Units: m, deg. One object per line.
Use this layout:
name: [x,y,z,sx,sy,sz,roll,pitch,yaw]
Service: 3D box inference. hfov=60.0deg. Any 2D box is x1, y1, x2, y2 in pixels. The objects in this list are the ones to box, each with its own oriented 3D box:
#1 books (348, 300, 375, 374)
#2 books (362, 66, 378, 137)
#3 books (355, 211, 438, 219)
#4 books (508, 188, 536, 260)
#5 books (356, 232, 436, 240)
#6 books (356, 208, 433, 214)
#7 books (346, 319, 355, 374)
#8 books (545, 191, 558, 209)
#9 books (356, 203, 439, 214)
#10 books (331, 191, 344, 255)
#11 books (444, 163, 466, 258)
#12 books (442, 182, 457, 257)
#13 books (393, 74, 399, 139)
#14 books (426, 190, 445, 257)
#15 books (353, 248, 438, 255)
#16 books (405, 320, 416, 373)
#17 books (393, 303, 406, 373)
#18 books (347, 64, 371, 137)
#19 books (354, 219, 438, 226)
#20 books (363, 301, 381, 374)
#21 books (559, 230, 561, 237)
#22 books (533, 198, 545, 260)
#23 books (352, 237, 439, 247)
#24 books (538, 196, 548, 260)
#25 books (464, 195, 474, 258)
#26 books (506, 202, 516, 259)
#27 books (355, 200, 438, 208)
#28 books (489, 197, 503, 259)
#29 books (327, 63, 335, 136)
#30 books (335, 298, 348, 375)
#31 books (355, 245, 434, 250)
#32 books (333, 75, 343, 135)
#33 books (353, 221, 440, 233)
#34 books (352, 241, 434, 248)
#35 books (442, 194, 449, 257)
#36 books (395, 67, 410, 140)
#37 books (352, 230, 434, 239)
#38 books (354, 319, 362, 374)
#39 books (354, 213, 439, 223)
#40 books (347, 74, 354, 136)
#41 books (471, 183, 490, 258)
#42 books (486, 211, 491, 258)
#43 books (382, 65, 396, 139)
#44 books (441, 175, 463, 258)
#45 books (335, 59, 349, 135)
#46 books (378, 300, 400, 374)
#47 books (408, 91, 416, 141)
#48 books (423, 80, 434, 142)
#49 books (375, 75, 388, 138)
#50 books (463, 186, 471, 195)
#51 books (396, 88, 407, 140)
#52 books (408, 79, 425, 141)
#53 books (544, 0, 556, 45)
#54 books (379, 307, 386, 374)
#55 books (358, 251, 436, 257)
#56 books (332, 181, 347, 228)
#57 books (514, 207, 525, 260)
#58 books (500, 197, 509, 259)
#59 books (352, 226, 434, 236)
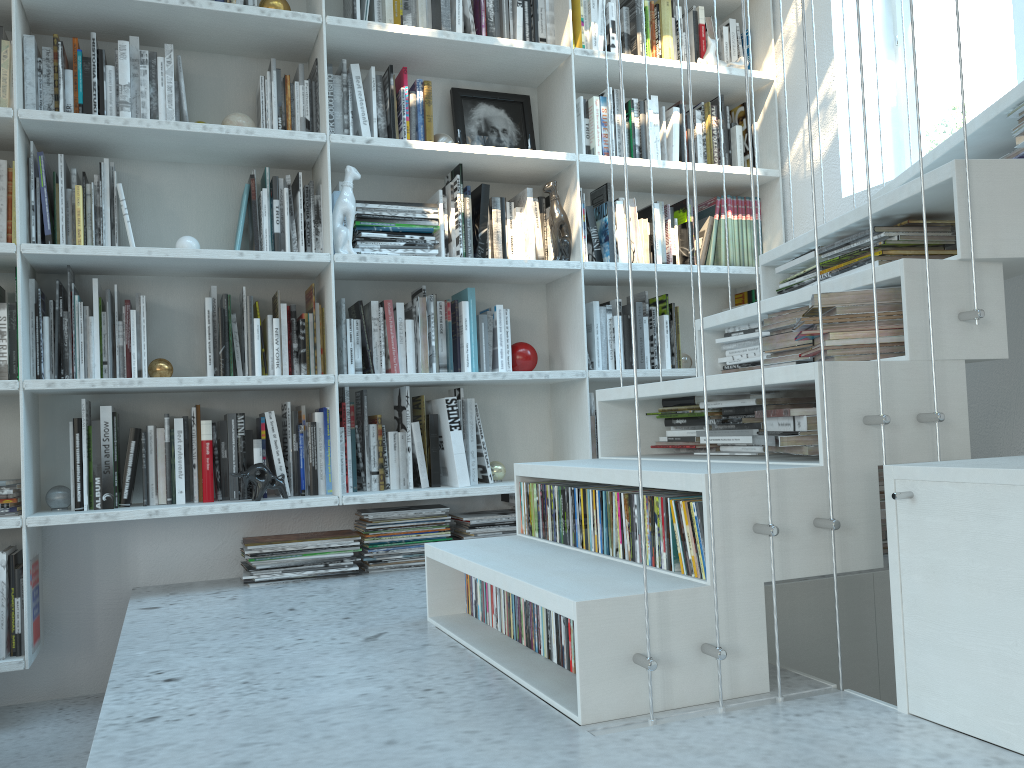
books: [-0.494,-0.140,2.909,0.047,0.244,0.177,-2,-3,-21]
books: [-0.478,-0.895,2.977,0.012,0.285,0.159,-2,-3,-21]
books: [-0.407,-0.550,2.980,0.285,0.012,0.159,-1,-3,-19]
books: [0.032,-0.533,3.128,0.021,0.271,0.191,-2,-3,-21]
books: [-0.403,-0.478,2.970,0.254,0.012,0.161,-1,-3,-26]
books: [-0.407,-0.562,2.980,0.254,0.012,0.161,-1,-3,-19]
books: [-0.541,-0.110,2.896,0.023,0.186,0.159,-2,-3,-21]
books: [0.150,-0.540,3.209,0.029,0.283,0.138,-2,-3,-21]
books: [-0.408,-0.574,2.981,0.285,0.012,0.159,-1,-3,-23]
books: [-0.578,-0.495,2.885,0.027,0.221,0.184,-2,-3,-21]
books: [-0.196,-0.562,3.038,0.010,0.339,0.180,-2,-3,-21]
books: [-0.225,-0.533,3.054,0.012,0.285,0.159,-2,-3,-21]
books: [-0.411,-0.887,3.002,0.020,0.267,0.152,-2,-3,-21]
books: [-0.261,-0.517,3.028,0.012,0.254,0.161,-2,-3,-21]
books: [-0.402,-0.429,2.967,0.285,0.012,0.159,-2,-3,-16]
books: [-0.360,-0.112,2.956,0.027,0.181,0.186,-2,-3,-21]
books: [-0.391,-0.140,2.959,0.026,0.239,0.177,-2,-3,-21]
books: [-0.515,-0.896,2.956,0.065,0.289,0.146,-2,-3,-21]
books: [-0.406,-0.526,2.979,0.285,0.012,0.159,-1,-3,-19]
books: [-0.465,-0.142,2.933,0.024,0.247,0.143,-2,-3,-21]
books: [0.136,-0.489,3.171,0.027,0.179,0.166,-2,-3,-21]
books: [0.061,-0.517,3.141,0.041,0.239,0.176,-2,-3,-21]
books: [-0.405,-0.465,2.976,0.285,0.012,0.159,-1,-3,-23]
books: [0.086,-0.525,3.167,0.024,0.254,0.145,-2,-3,-21]
books: [-0.178,-0.511,3.050,0.030,0.236,0.179,-2,-3,-21]
books: [-0.025,-0.512,3.139,0.028,0.235,0.129,-2,-3,-21]
books: [-0.408,-0.586,2.981,0.285,0.012,0.159,-1,-3,-19]
books: [-0.076,-0.515,3.101,0.031,0.242,0.147,-2,-3,-21]
books: [-0.615,-0.891,2.926,0.031,0.284,0.137,-2,-3,-21]
books: [-0.562,-0.143,2.901,0.012,0.254,0.161,-2,-3,-21]
books: [-0.404,-0.441,2.970,0.254,0.012,0.161,-2,-3,-17]
books: [-0.589,-0.876,2.944,0.030,0.253,0.128,-2,-3,-21]
books: [-0.404,-0.514,2.976,0.285,0.012,0.159,-1,-3,-24]
books: [-0.406,-0.453,2.975,0.254,0.012,0.161,-1,-3,-19]
books: [-0.251,-0.513,3.051,0.023,0.247,0.138,-2,-3,-21]
books: [-0.378,-0.898,2.999,0.014,0.285,0.175,-2,-3,-21]
books: [-0.408,-0.489,2.981,0.254,0.012,0.161,-1,-3,-21]
books: [-0.519,-0.109,2.901,0.022,0.184,0.162,-2,-3,-21]
books: [-0.404,-0.538,2.973,0.285,0.012,0.159,-1,-3,-26]
books: [-0.548,-0.875,2.936,0.011,0.247,0.156,-2,-3,-21]
books: [-0.126,-0.534,3.076,0.059,0.282,0.167,-2,-3,-21]
books: [-0.104,-0.531,3.114,0.010,0.278,0.129,-2,-3,-21]
books: [-0.421,-0.898,2.984,0.012,0.287,0.176,-2,-3,-21]
books: [-0.205,-0.542,3.034,0.011,0.300,0.184,-2,-3,-21]
books: [-0.564,-0.901,2.941,0.015,0.300,0.140,-2,-3,-21]
books: [-0.418,-0.143,2.932,0.045,0.246,0.186,-2,-3,-21]
books: [-0.356,-0.862,3.010,0.033,0.213,0.153,-2,-3,-21]
books: [-0.305,-0.879,3.019,0.026,0.243,0.178,-2,-3,-21]
books: [-0.455,-0.887,2.996,0.043,0.269,0.131,-2,-3,-21]
books: [-0.165,-0.532,3.075,0.013,0.280,0.131,-2,-3,-21]
books: [-0.385,-0.859,2.982,0.013,0.207,0.190,-2,-3,-21]
books: [-0.331,-0.883,3.020,0.021,0.253,0.167,-2,-3,-21]
books: [0.108,-1.265,3.208,0.031,0.265,0.169,-2,-3,-21]
books: [-0.444,-0.131,2.927,0.011,0.223,0.163,-2,-3,-21]
books: [-0.403,-0.417,2.969,0.254,0.012,0.161,-1,-3,-25]
books: [-0.564,-0.516,2.924,0.028,0.267,0.138,-2,-3,-21]
books: [0.003,-0.502,3.141,0.025,0.213,0.155,-2,-3,-21]
books: [-0.053,-0.518,3.129,0.031,0.250,0.133,-2,-3,-21]
books: [-0.402,-0.502,2.972,0.254,0.012,0.161,-2,-3,-16]
